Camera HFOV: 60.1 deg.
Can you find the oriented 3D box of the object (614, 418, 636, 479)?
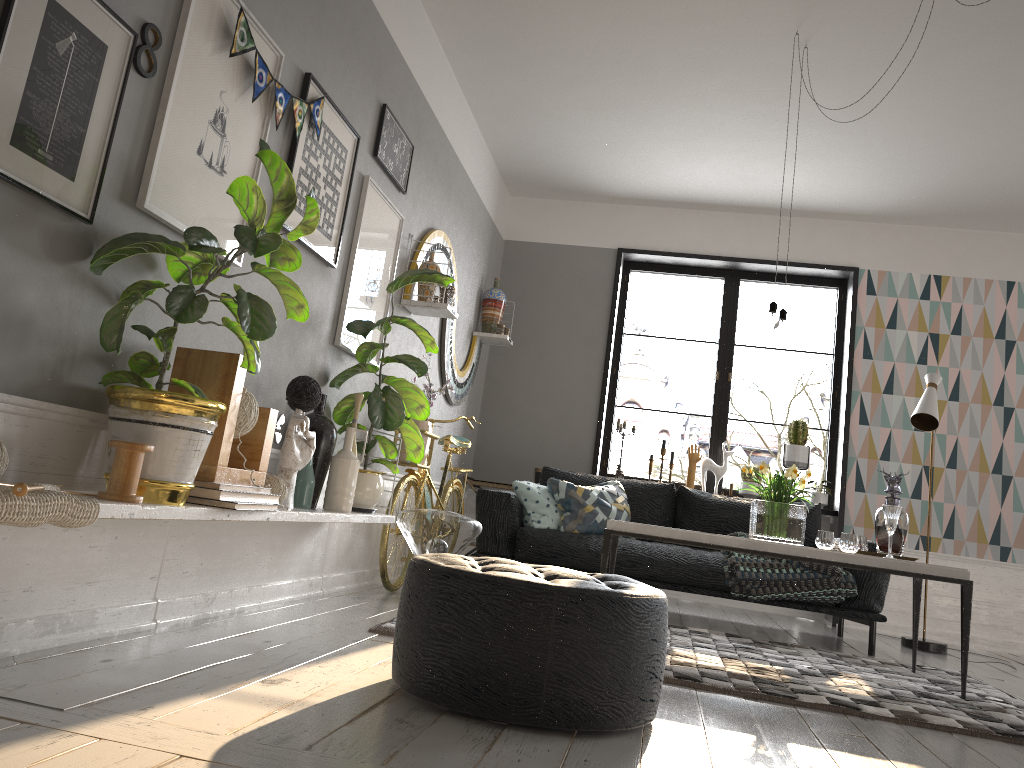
[{"bbox_3d":[0.833,0.512,6.809,0.143,0.496,0.162,18,-15,-42],"label":"object"}]

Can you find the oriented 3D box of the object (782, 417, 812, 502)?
[{"bbox_3d":[2.098,0.556,6.538,0.235,0.679,0.226,12,-12,-18],"label":"object"}]

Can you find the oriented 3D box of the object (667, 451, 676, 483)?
[{"bbox_3d":[1.215,0.656,6.766,0.075,0.304,0.075,-2,-15,40],"label":"object"}]

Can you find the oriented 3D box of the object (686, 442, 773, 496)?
[{"bbox_3d":[1.647,0.650,6.650,0.663,0.415,0.132,6,-11,12],"label":"object"}]

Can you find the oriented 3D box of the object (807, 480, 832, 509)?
[{"bbox_3d":[2.231,0.800,6.434,0.171,0.206,0.243,6,-10,13],"label":"object"}]

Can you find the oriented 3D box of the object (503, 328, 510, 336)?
[{"bbox_3d":[-0.042,-0.381,6.565,0.050,0.059,0.049,8,-10,0],"label":"object"}]

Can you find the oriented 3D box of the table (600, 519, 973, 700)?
[{"bbox_3d":[1.130,0.960,3.918,1.457,0.517,0.723,6,-9,11],"label":"table"}]

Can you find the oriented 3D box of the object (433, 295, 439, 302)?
[{"bbox_3d":[-0.442,-0.453,4.977,0.062,0.083,0.062,10,-10,-13],"label":"object"}]

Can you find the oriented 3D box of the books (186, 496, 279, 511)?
[{"bbox_3d":[-0.896,0.348,2.645,0.296,0.021,0.363,7,-8,5],"label":"books"}]

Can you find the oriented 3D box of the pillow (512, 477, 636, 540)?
[{"bbox_3d":[0.375,0.741,5.429,0.797,0.367,0.439,9,-9,-7],"label":"pillow"}]

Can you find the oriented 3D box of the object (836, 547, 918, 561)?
[{"bbox_3d":[1.681,0.787,4.084,0.318,0.015,0.243,6,-8,11],"label":"object"}]

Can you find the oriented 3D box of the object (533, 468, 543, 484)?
[{"bbox_3d":[0.224,0.702,6.467,0.140,0.162,0.138,16,-13,-40],"label":"object"}]

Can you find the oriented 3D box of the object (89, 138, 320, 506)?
[{"bbox_3d":[-0.833,-0.166,2.373,0.545,0.976,0.504,9,-11,-4],"label":"object"}]

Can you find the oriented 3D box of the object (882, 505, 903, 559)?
[{"bbox_3d":[1.675,0.656,3.912,0.082,0.230,0.165,3,-11,22],"label":"object"}]

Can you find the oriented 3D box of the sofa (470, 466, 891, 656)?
[{"bbox_3d":[0.966,0.994,5.328,2.343,0.808,0.957,6,-9,10],"label":"sofa"}]

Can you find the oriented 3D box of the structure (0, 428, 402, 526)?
[{"bbox_3d":[-0.881,0.190,2.806,0.308,0.492,2.740,6,-8,10],"label":"structure"}]

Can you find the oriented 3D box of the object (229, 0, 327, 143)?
[{"bbox_3d":[-0.826,-1.059,3.086,0.057,0.343,0.902,6,-9,10],"label":"object"}]

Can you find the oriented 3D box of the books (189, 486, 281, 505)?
[{"bbox_3d":[-0.890,0.322,2.637,0.260,0.029,0.379,6,-8,11],"label":"books"}]

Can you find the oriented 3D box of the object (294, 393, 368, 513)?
[{"bbox_3d":[-0.725,0.253,3.523,0.329,0.494,0.284,14,-12,-28],"label":"object"}]

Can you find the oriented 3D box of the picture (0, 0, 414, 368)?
[{"bbox_3d":[0.758,-0.954,0.688,4.043,1.817,7.200,6,-8,11],"label":"picture"}]

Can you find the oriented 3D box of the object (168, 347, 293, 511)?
[{"bbox_3d":[-0.851,0.163,2.788,0.239,0.445,0.538,6,-10,11],"label":"object"}]

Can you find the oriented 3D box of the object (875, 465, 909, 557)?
[{"bbox_3d":[1.773,0.598,4.123,0.148,0.422,0.153,2,-13,30],"label":"object"}]

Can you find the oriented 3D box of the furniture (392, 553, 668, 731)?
[{"bbox_3d":[0.051,0.679,2.423,0.735,0.361,0.727,8,-9,-2],"label":"furniture"}]

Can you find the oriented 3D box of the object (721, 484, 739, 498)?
[{"bbox_3d":[1.637,0.797,6.610,0.123,0.100,0.121,2,-11,33],"label":"object"}]

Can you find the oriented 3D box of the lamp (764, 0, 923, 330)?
[{"bbox_3d":[1.550,-1.060,3.660,0.074,1.556,1.385,12,-11,-20],"label":"lamp"}]

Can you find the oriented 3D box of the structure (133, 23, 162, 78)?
[{"bbox_3d":[-1.054,-0.904,2.090,0.024,0.266,0.730,6,-9,10],"label":"structure"}]

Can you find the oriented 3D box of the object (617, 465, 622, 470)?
[{"bbox_3d":[0.822,0.690,6.853,0.084,0.153,0.083,5,-11,14],"label":"object"}]

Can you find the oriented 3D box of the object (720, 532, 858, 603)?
[{"bbox_3d":[1.508,1.038,4.929,0.667,0.333,0.484,7,-9,6],"label":"object"}]

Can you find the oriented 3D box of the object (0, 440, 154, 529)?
[{"bbox_3d":[-1.033,0.126,1.810,0.329,0.310,0.775,6,-9,11],"label":"object"}]

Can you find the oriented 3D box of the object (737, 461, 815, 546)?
[{"bbox_3d":[1.199,0.540,4.027,0.352,0.355,0.320,6,-10,13],"label":"object"}]

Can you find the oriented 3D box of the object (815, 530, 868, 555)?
[{"bbox_3d":[1.561,0.734,4.054,0.245,0.088,0.276,10,-8,-11],"label":"object"}]

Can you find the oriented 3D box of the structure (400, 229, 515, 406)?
[{"bbox_3d":[-0.296,-0.380,5.726,0.267,0.967,1.996,6,-9,10],"label":"structure"}]

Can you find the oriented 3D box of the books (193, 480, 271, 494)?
[{"bbox_3d":[-0.898,0.299,2.641,0.229,0.017,0.374,7,-8,8],"label":"books"}]

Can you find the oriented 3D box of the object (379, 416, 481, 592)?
[{"bbox_3d":[-0.448,0.667,5.102,0.427,0.981,1.607,8,-9,2],"label":"object"}]

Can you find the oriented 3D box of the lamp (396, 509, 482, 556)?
[{"bbox_3d":[-0.386,0.849,4.402,0.432,0.443,0.427,-1,-13,41],"label":"lamp"}]

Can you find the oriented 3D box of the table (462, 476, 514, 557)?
[{"bbox_3d":[-0.019,1.065,6.463,0.743,0.688,0.334,6,-11,11],"label":"table"}]

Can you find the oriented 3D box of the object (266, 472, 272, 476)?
[{"bbox_3d":[-0.929,0.323,3.058,0.078,0.175,0.261,5,-10,16],"label":"object"}]

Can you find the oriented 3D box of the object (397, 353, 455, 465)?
[{"bbox_3d":[-0.427,0.136,4.807,0.254,0.649,0.481,2,-12,28],"label":"object"}]

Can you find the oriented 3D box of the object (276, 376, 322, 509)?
[{"bbox_3d":[-0.792,0.206,3.222,0.136,0.489,0.153,6,-11,10],"label":"object"}]

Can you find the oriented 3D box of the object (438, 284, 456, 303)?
[{"bbox_3d":[-0.374,-0.508,4.803,0.060,0.168,0.195,-3,-14,44],"label":"object"}]

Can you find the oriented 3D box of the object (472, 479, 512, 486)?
[{"bbox_3d":[-0.126,0.739,6.556,0.318,0.015,0.243,6,-8,11],"label":"object"}]

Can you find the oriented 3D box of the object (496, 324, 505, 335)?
[{"bbox_3d":[-0.086,-0.395,6.506,0.060,0.080,0.059,8,-10,-1],"label":"object"}]

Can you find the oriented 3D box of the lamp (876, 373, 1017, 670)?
[{"bbox_3d":[2.786,0.824,5.720,0.681,1.724,1.230,6,-10,9],"label":"lamp"}]

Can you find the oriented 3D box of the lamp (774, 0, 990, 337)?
[{"bbox_3d":[1.629,-1.034,3.769,0.074,1.556,1.385,12,-11,-20],"label":"lamp"}]

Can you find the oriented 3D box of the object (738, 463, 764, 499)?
[{"bbox_3d":[1.800,0.730,6.655,0.233,0.286,0.211,11,-11,-15],"label":"object"}]

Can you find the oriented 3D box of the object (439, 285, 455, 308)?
[{"bbox_3d":[-0.366,-0.475,4.944,0.086,0.141,0.084,7,-11,3],"label":"object"}]

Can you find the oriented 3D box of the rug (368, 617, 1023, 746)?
[{"bbox_3d":[0.852,1.147,3.761,2.529,0.034,1.747,6,-8,11],"label":"rug"}]

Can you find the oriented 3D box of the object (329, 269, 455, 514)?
[{"bbox_3d":[-0.579,-0.002,3.989,0.561,1.165,0.414,17,-14,-39],"label":"object"}]

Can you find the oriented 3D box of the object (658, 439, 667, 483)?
[{"bbox_3d":[1.143,0.604,6.738,0.123,0.380,0.121,5,-12,15],"label":"object"}]
